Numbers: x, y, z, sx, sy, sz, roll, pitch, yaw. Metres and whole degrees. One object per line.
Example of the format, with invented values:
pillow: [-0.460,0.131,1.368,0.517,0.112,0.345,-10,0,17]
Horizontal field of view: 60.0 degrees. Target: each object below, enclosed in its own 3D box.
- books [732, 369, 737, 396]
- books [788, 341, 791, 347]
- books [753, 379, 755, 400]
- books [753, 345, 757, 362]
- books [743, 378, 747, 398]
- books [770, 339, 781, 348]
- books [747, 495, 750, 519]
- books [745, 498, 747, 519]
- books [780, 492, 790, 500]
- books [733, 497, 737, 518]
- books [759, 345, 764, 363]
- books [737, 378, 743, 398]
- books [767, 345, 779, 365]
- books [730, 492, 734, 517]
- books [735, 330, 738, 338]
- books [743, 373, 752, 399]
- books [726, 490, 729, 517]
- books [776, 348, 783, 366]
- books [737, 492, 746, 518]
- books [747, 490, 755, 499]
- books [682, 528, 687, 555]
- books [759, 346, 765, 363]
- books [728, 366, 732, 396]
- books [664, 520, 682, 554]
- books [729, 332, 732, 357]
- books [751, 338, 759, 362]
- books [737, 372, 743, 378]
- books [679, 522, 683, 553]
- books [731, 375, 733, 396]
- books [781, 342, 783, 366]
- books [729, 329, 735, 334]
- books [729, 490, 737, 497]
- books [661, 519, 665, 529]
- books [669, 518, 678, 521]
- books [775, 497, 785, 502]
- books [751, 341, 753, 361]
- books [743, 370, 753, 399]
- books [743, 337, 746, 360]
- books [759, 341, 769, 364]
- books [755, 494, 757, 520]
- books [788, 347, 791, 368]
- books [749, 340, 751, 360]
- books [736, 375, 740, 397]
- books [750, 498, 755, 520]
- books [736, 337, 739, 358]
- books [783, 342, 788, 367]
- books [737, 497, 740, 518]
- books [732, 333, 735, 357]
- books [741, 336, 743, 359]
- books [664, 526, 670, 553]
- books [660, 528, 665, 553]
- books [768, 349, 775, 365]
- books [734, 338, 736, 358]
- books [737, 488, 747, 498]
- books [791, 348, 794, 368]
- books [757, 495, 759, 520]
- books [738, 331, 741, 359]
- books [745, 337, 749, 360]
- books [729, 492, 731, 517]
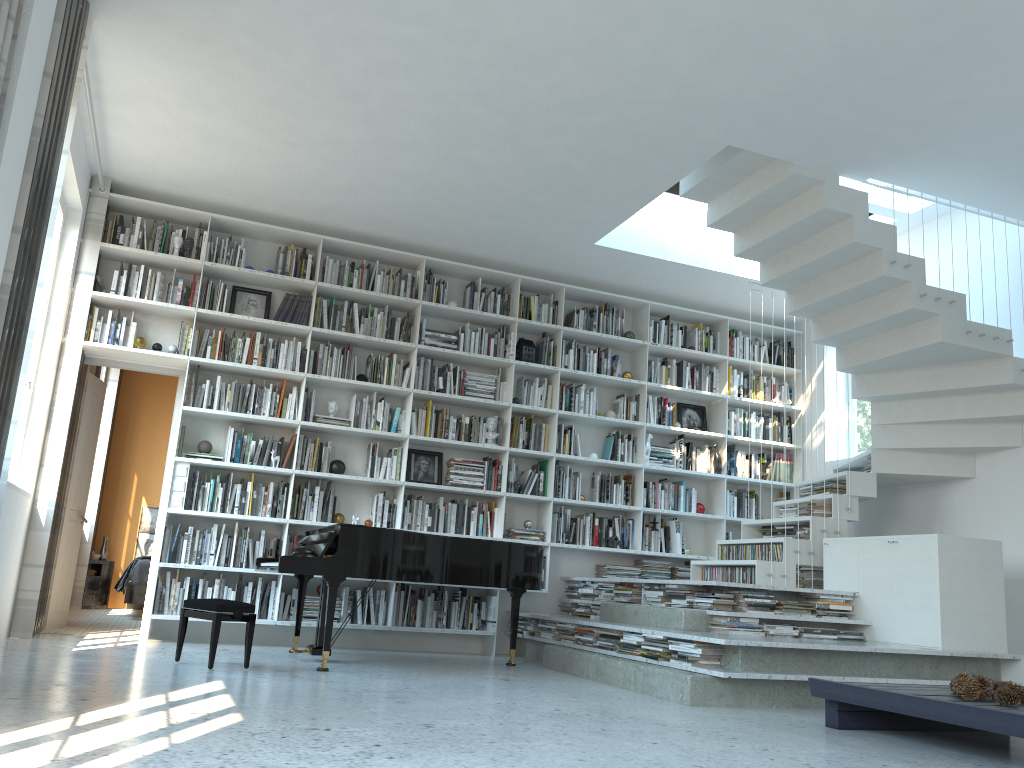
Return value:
books: [2.027,0.010,8.266,0.026,0.262,0.189,9,-13,-20]
books: [2.692,-0.249,8.700,0.014,0.318,0.144,9,-13,-20]
books: [2.226,0.073,8.352,0.014,0.205,0.184,9,-13,-20]
books: [2.298,-0.258,8.532,0.026,0.207,0.163,9,-13,-20]
books: [2.163,0.063,8.340,0.025,0.211,0.135,9,-13,-20]
books: [2.568,-0.268,8.645,0.014,0.312,0.162,9,-13,-20]
books: [2.140,1.150,8.197,0.014,0.230,0.172,9,-13,-20]
books: [2.106,1.160,8.187,0.027,0.200,0.164,9,-13,-20]
books: [2.582,1.180,8.386,0.013,0.314,0.129,9,-13,-20]
books: [2.001,1.141,8.134,0.029,0.201,0.173,9,-13,-20]
books: [2.397,-0.254,8.584,0.010,0.235,0.132,9,-13,-20]
books: [2.091,0.055,8.289,0.024,0.193,0.190,9,-13,-20]
books: [2.519,-0.244,8.617,0.068,0.246,0.160,9,-13,-20]
books: [1.976,1.118,8.134,0.022,0.241,0.151,9,-13,-20]
books: [2.114,-0.343,8.482,0.012,0.325,0.151,9,-13,-20]
books: [2.193,0.043,8.336,0.023,0.253,0.189,9,-13,-20]
books: [1.924,1.103,8.107,0.024,0.251,0.176,9,-13,-20]
books: [2.562,-0.226,8.609,0.012,0.215,0.193,9,-13,-20]
books: [2.079,1.126,8.153,0.027,0.248,0.184,9,-13,-20]
books: [2.199,1.131,8.220,0.011,0.284,0.161,9,-13,-20]
books: [1.494,1.389,7.894,0.062,0.273,0.148,9,-13,-20]
books: [2.370,-0.249,8.558,0.057,0.211,0.163,9,-13,-20]
books: [1.986,-0.010,8.262,0.010,0.293,0.183,9,-13,-20]
books: [1.397,1.355,7.813,0.075,0.290,0.255,9,-13,-20]
books: [2.042,-0.338,8.436,0.013,0.285,0.151,9,-13,-20]
books: [2.324,-0.290,8.556,0.012,0.284,0.160,9,-13,-20]
books: [2.110,0.028,8.318,0.023,0.263,0.158,9,-13,-20]
books: [1.457,1.374,7.872,0.025,0.286,0.160,9,-13,-20]
books: [1.999,0.036,8.259,0.024,0.205,0.166,9,-13,-20]
books: [2.598,-0.252,8.658,0.012,0.291,0.140,9,-13,-20]
books: [2.083,-0.351,8.468,0.014,0.330,0.143,9,-13,-20]
books: [2.021,1.116,8.167,0.024,0.266,0.133,9,-13,-20]
books: [1.308,1.349,7.845,0.010,0.303,0.132,9,-13,-20]
books: [1.433,1.357,7.889,0.012,0.325,0.136,9,-13,-20]
books: [2.528,1.200,8.349,0.012,0.253,0.161,9,-13,-20]
books: [2.264,-0.278,8.519,0.025,0.236,0.144,9,-13,-20]
books: [2.214,0.026,8.352,0.022,0.296,0.152,9,-13,-20]
books: [2.180,-0.302,8.489,0.022,0.258,0.163,9,-13,-20]
books: [2.431,-0.270,8.597,0.069,0.276,0.132,9,-13,-20]
books: [2.225,1.153,8.239,0.012,0.253,0.161,9,-13,-20]
books: [2.660,-0.224,8.663,0.014,0.247,0.185,9,-13,-20]
books: [2.237,-0.287,8.519,0.027,0.249,0.155,9,-13,-20]
books: [2.056,0.037,8.285,0.049,0.223,0.162,9,-13,-20]
books: [2.185,1.166,8.198,0.021,0.205,0.175,9,-13,-20]
books: [2.102,-0.308,8.452,0.023,0.243,0.183,9,-13,-20]
books: [2.621,-0.253,8.634,0.014,0.286,0.190,9,-13,-20]
books: [2.044,1.147,8.163,0.025,0.207,0.149,9,-13,-20]
books: [2.058,-0.330,8.427,0.012,0.268,0.185,9,-13,-20]
books: [2.156,-0.313,8.487,0.027,0.275,0.148,9,-13,-20]
books: [1.331,1.380,7.828,0.031,0.239,0.172,9,-13,-20]
books: [1.284,1.383,7.805,0.052,0.216,0.185,9,-13,-20]
books: [2.480,-0.227,8.580,0.024,0.192,0.187,9,-13,-20]
books: [2.071,-0.308,8.432,0.022,0.228,0.175,9,-13,-20]
books: [2.128,1.117,8.205,0.013,0.296,0.141,9,-13,-20]
books: [2.682,-0.218,8.657,0.025,0.237,0.188,9,-13,-20]
books: [2.238,1.161,8.238,0.013,0.239,0.166,9,-13,-20]
books: [2.130,-0.334,8.470,0.012,0.305,0.184,9,-13,-20]
books: [2.204,-0.301,8.499,0.029,0.263,0.179,9,-13,-20]
books: [1.949,1.117,8.122,0.037,0.235,0.153,9,-13,-20]
